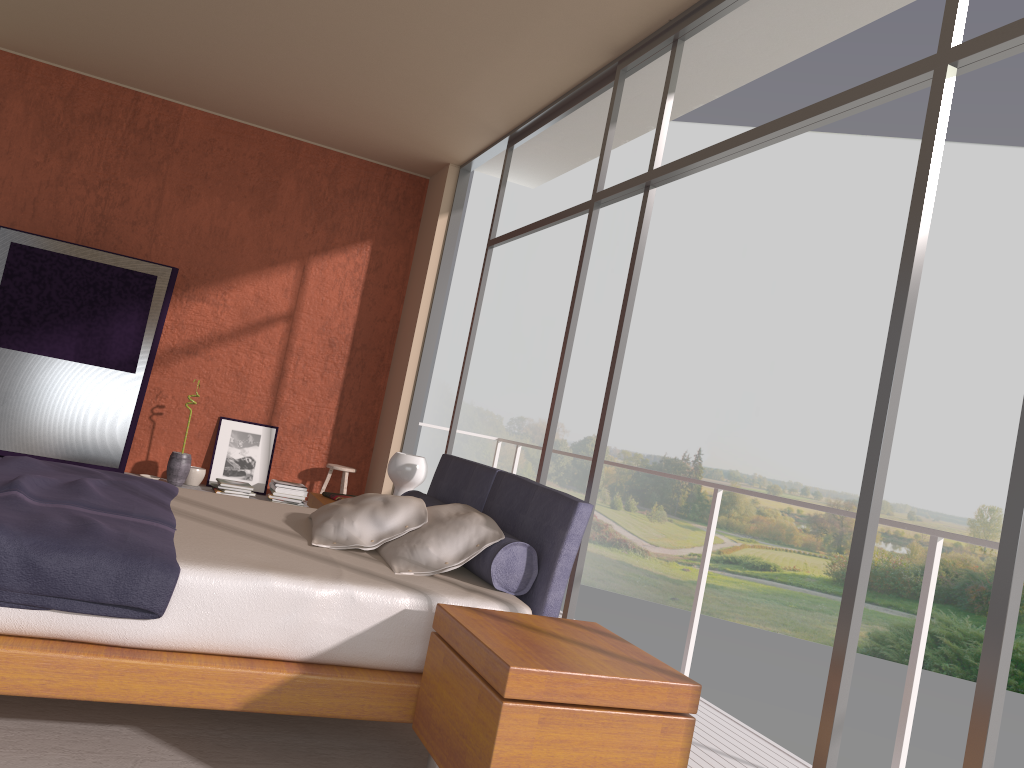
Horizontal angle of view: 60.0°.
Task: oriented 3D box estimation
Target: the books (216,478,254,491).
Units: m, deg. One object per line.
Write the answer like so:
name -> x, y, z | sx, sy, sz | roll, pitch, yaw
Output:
books -> -2.110, 0.762, 6.746 | 0.247, 0.018, 0.328 | 13, -4, -24

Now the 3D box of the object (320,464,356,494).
object -> -1.396, 0.837, 7.147 | 0.260, 0.349, 0.257 | 9, -4, 38

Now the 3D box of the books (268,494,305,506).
books -> -1.751, 0.895, 6.867 | 0.247, 0.018, 0.287 | 13, -4, -21

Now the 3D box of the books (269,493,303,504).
books -> -1.741, 0.874, 6.843 | 0.247, 0.025, 0.287 | 12, -3, -10

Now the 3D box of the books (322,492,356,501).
books -> -0.913, 0.668, 5.091 | 0.247, 0.025, 0.287 | 14, -4, -40

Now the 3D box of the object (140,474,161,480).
object -> -2.694, 0.706, 6.595 | 0.152, 0.040, 0.152 | 10, -3, 14

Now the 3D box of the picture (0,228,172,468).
picture -> -3.148, -0.234, 6.246 | 1.129, 1.496, 0.126 | 13, -4, -21

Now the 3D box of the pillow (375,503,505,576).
pillow -> -0.325, 0.598, 3.493 | 0.400, 0.265, 0.791 | 12, -4, -18

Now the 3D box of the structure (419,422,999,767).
structure -> 0.870, 0.928, 3.575 | 0.728, 1.005, 7.689 | 13, -4, -21

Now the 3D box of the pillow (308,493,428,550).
pillow -> -0.624, 0.565, 3.761 | 0.431, 0.264, 0.869 | 12, -3, -13

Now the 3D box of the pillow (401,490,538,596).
pillow -> -0.242, 0.644, 3.819 | 0.205, 0.201, 1.470 | 13, -4, -21

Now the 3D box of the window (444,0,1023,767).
window -> 0.766, -0.113, 3.308 | 0.075, 3.133, 6.106 | 13, -4, -21

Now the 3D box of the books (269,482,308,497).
books -> -1.733, 0.816, 6.866 | 0.247, 0.038, 0.319 | 13, -4, -24

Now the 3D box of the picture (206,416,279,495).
picture -> -2.135, 0.572, 7.042 | 0.458, 0.550, 0.117 | 13, -4, -21

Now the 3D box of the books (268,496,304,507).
books -> -1.752, 0.913, 6.860 | 0.247, 0.018, 0.328 | 12, -4, -19

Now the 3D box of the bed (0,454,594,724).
bed -> -1.223, 0.608, 3.452 | 2.462, 0.959, 2.017 | 13, -4, -21

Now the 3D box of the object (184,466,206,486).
object -> -2.455, 0.709, 6.810 | 0.179, 0.137, 0.180 | 12, -3, -8

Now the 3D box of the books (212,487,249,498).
books -> -2.138, 0.824, 6.738 | 0.247, 0.025, 0.287 | 13, -4, -24

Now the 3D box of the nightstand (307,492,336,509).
nightstand -> -0.873, 0.967, 4.992 | 0.562, 0.556, 0.628 | 13, -4, -21

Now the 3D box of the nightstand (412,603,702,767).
nightstand -> 0.083, 1.010, 2.531 | 0.562, 0.556, 0.628 | 13, -4, -21

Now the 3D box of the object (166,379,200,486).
object -> -2.433, 0.359, 6.630 | 0.165, 0.810, 0.165 | 11, -3, 2

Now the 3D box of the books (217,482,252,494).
books -> -2.112, 0.783, 6.741 | 0.247, 0.025, 0.287 | 12, -4, -19

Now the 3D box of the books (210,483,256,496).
books -> -2.124, 0.804, 6.752 | 0.247, 0.018, 0.328 | 14, -4, -36

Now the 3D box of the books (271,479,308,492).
books -> -1.729, 0.785, 6.873 | 0.247, 0.025, 0.287 | 13, -4, -21

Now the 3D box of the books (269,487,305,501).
books -> -1.739, 0.848, 6.864 | 0.247, 0.027, 0.328 | 12, -4, -19

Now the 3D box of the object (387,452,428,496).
object -> -0.593, 0.558, 4.898 | 0.224, 0.338, 0.224 | 12, -3, -9
